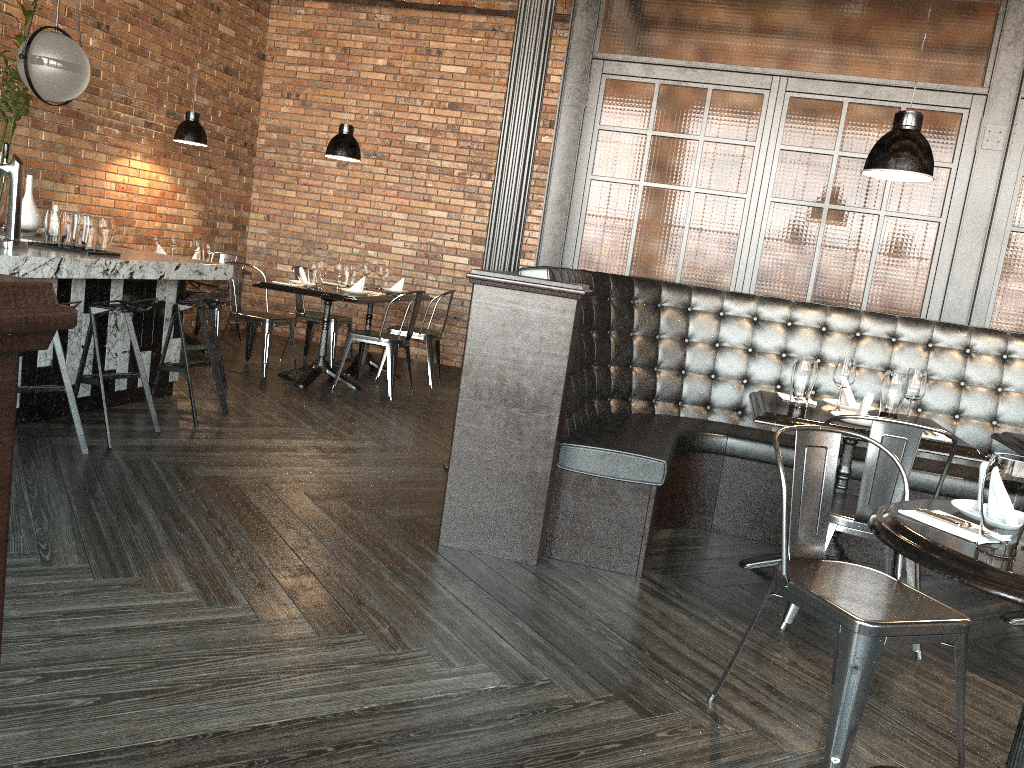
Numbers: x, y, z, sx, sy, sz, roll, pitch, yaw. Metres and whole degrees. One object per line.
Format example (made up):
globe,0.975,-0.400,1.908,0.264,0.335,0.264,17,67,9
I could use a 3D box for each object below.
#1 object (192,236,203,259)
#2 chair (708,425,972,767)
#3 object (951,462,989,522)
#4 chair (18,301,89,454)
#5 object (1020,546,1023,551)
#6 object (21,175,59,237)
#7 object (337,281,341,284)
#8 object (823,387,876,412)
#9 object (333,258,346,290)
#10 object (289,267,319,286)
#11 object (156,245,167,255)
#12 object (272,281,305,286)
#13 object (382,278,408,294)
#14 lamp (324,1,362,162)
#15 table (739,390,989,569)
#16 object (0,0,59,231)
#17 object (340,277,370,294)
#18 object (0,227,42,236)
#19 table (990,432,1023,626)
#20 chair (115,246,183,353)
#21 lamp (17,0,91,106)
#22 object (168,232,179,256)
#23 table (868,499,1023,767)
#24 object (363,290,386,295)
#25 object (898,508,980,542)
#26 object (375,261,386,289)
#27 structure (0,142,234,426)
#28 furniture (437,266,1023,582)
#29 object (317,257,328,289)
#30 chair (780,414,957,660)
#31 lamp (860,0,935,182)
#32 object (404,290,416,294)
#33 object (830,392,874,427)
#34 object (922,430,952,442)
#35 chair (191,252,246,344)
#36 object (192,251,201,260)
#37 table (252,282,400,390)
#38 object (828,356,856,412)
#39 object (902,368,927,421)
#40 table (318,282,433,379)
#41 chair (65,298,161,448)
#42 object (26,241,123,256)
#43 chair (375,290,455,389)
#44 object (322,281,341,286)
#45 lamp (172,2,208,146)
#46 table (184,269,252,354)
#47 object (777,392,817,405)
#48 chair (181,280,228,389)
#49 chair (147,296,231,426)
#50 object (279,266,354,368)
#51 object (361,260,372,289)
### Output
object,-2.744,-1.166,7.736,0.092,0.244,0.092,11,9,18
chair,0.962,0.595,2.489,0.504,0.857,0.558,5,9,-22
object,1.216,0.276,2.181,0.232,0.139,0.232,6,9,-17
chair,-2.252,-0.039,4.070,0.414,0.737,0.475,11,9,17
object,1.167,0.249,1.914,0.092,0.244,0.092,10,8,12
object,-3.084,-1.156,5.820,0.316,0.397,0.319,4,9,-28
object,-1.457,-0.955,7.971,0.232,0.139,0.232,9,8,7
object,1.559,0.049,4.078,0.232,0.139,0.232,4,9,-29
object,-1.395,-0.886,7.154,0.092,0.244,0.092,6,9,-15
object,-1.664,-0.861,7.124,0.232,0.139,0.232,9,8,7
object,-2.963,-1.114,7.572,0.232,0.139,0.232,9,8,7
object,-1.724,-0.784,6.916,0.255,0.019,0.157,10,8,13
object,-1.031,-0.878,7.869,0.232,0.139,0.232,9,8,6
lamp,-1.209,-2.575,6.837,0.291,1.653,0.291,3,10,-32
table,1.435,0.509,3.901,0.872,0.758,0.872,10,8,12
object,-3.349,-1.787,5.835,0.584,1.546,0.673,2,10,-38
object,-1.238,-0.785,7.022,0.232,0.139,0.232,9,8,6
object,-3.487,-1.038,5.938,0.622,0.014,0.622,6,8,-15
table,2.496,0.697,3.662,0.872,0.758,0.872,10,8,12
chair,-3.065,-0.699,7.371,0.504,0.857,0.558,10,8,12
lamp,-2.270,-2.308,4.486,0.340,1.754,0.340,3,10,-31
object,-2.988,-1.214,7.824,0.092,0.244,0.092,11,9,18
table,1.217,0.747,2.053,0.866,0.758,0.866,5,9,-24
object,-1.175,-0.756,7.276,0.255,0.019,0.157,10,8,13
object,1.041,0.327,2.044,0.157,0.019,0.255,4,9,-27
object,-1.187,-0.980,8.001,0.092,0.244,0.092,6,9,-15
structure,-3.439,-0.489,3.565,1.930,1.430,5.346,10,8,12
furniture,2.597,0.436,3.965,5.451,1.212,1.979,10,8,12
object,-1.488,-0.864,6.909,0.092,0.244,0.092,6,9,-15
chair,1.359,0.516,3.429,0.504,0.857,0.558,10,8,12
lamp,1.730,-1.678,3.598,0.291,1.653,0.291,3,10,-32
object,-0.968,-0.850,8.123,0.255,0.019,0.157,10,8,13
object,1.437,0.095,3.641,0.232,0.139,0.232,4,9,-29
object,1.674,0.194,3.583,0.157,0.019,0.255,10,8,13
chair,-2.860,-0.825,8.439,0.504,0.857,0.558,9,8,8
object,-2.852,-1.160,8.000,0.232,0.139,0.232,0,12,-44
table,-1.507,-0.386,7.124,0.872,0.758,0.872,10,8,12
object,1.433,0.005,3.846,0.092,0.244,0.092,13,9,29
object,1.673,0.059,3.710,0.092,0.244,0.092,8,8,-4
table,-1.298,-0.481,7.977,0.872,0.758,0.872,10,8,12
chair,-2.114,-0.101,4.634,0.414,0.737,0.475,9,8,8
object,-2.499,-0.771,5.071,0.437,0.019,0.273,10,8,12
chair,-0.838,-0.446,7.844,0.558,0.857,0.504,9,8,3
object,-1.517,-0.877,7.763,0.255,0.019,0.157,10,8,13
lamp,-2.659,-2.886,7.533,0.291,1.653,0.291,6,8,-12
table,-2.953,-0.702,7.852,0.872,0.758,0.872,10,8,12
object,1.328,0.065,4.124,0.157,0.019,0.255,9,8,8
chair,-2.273,-0.353,6.203,0.475,0.737,0.414,11,9,17
chair,-1.948,-0.176,5.313,0.414,0.737,0.475,9,8,3
object,-1.731,-0.601,8.020,0.558,0.857,0.504,10,8,12
object,-1.281,-0.958,7.756,0.092,0.244,0.092,6,9,-15
